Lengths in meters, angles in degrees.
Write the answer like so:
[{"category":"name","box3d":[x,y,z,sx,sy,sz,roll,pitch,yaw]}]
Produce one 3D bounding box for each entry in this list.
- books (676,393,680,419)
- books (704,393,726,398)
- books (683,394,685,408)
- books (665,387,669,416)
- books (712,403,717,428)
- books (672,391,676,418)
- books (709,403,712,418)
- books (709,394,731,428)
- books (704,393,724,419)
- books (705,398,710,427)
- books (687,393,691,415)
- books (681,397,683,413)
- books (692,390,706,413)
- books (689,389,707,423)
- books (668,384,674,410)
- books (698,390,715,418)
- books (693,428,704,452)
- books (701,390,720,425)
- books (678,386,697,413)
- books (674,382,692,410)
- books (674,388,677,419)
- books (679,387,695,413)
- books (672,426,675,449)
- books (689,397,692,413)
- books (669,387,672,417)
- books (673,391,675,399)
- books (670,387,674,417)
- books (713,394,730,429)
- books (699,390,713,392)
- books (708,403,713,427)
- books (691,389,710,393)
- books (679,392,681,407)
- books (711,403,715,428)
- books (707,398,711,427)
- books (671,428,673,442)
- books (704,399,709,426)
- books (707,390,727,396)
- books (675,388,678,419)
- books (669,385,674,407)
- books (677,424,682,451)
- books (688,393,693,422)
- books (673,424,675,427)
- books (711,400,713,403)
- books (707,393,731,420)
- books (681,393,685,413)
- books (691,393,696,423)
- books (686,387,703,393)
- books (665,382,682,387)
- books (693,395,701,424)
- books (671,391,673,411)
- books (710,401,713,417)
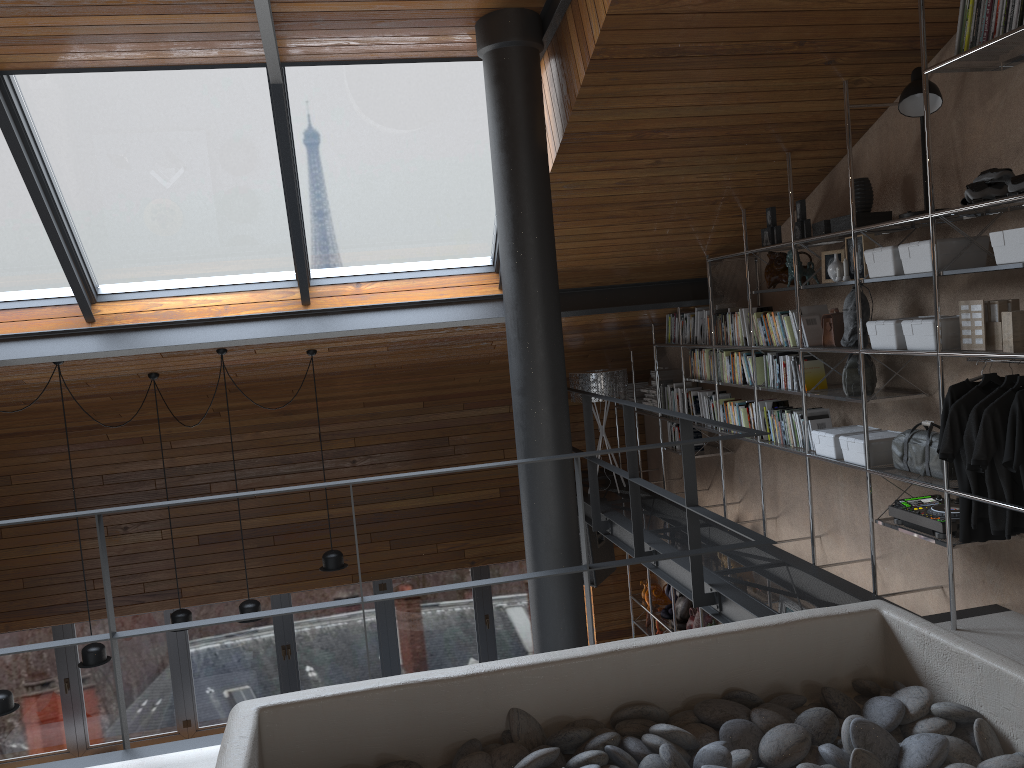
[{"category":"books","box3d":[1.342,0.162,6.835,0.143,0.199,0.019,-6,4,-11]},{"category":"books","box3d":[1.460,0.182,6.289,0.171,0.218,0.047,-6,4,-11]},{"category":"books","box3d":[1.360,0.155,6.680,0.129,0.231,0.010,-6,4,-11]},{"category":"books","box3d":[1.296,0.132,7.062,0.148,0.234,0.013,-6,4,-11]},{"category":"books","box3d":[1.452,0.215,6.152,0.111,0.174,0.041,-6,4,-11]},{"category":"books","box3d":[1.329,0.150,6.934,0.146,0.210,0.018,-6,4,-11]},{"category":"books","box3d":[1.455,0.194,6.226,0.125,0.206,0.055,-6,4,-11]},{"category":"books","box3d":[1.468,0.186,6.211,0.161,0.222,0.055,-6,4,-11]},{"category":"books","box3d":[1.457,0.182,6.298,0.164,0.217,0.048,-6,4,-11]},{"category":"books","box3d":[1.436,0.195,6.263,0.127,0.200,0.046,-6,4,-11]},{"category":"books","box3d":[1.358,0.168,6.611,0.137,0.215,0.014,-6,4,-11]},{"category":"books","box3d":[1.352,0.165,6.738,0.130,0.208,0.010,-6,4,-11]},{"category":"books","box3d":[1.400,0.166,6.490,0.148,0.233,0.053,-6,4,-11]},{"category":"books","box3d":[1.389,0.162,6.549,0.143,0.235,0.055,-6,4,-11]},{"category":"books","box3d":[1.333,0.121,7.026,0.191,0.255,0.012,-6,4,-11]},{"category":"books","box3d":[1.434,0.167,6.432,0.148,0.233,0.053,-6,4,-11]},{"category":"books","box3d":[1.378,0.420,6.730,0.138,0.191,0.049,-6,4,-11]},{"category":"books","box3d":[1.444,0.170,6.384,0.148,0.233,0.053,-6,4,-11]},{"category":"books","box3d":[1.356,0.141,6.816,0.146,0.240,0.023,-6,4,-11]},{"category":"books","box3d":[1.336,0.122,6.905,0.143,0.268,0.020,-6,4,-11]},{"category":"books","box3d":[1.332,0.143,6.860,0.148,0.234,0.013,-6,4,-11]},{"category":"books","box3d":[1.359,0.147,6.785,0.148,0.234,0.013,-6,4,-11]},{"category":"books","box3d":[1.319,0.415,6.959,0.112,0.177,0.009,-6,4,-11]},{"category":"books","box3d":[1.390,0.172,6.563,0.136,0.212,0.051,-6,4,-11]},{"category":"books","box3d":[1.320,0.134,7.000,0.148,0.234,0.013,-6,4,-11]},{"category":"books","box3d":[1.335,0.147,6.921,0.148,0.216,0.010,-6,4,-11]},{"category":"books","box3d":[1.326,0.137,6.972,0.160,0.231,0.021,-6,4,-11]},{"category":"books","box3d":[1.462,0.188,6.135,0.122,0.230,0.057,-6,4,-11]},{"category":"books","box3d":[1.445,0.163,6.465,0.143,0.236,0.062,-6,4,-11]},{"category":"books","box3d":[1.445,0.211,6.239,0.119,0.171,0.044,-6,4,-11]},{"category":"books","box3d":[1.405,0.162,6.537,0.148,0.233,0.053,-6,4,-11]},{"category":"books","box3d":[1.362,0.159,6.800,0.148,0.206,0.014,-6,4,-11]},{"category":"books","box3d":[1.451,0.212,6.180,0.112,0.176,0.039,-6,4,-11]},{"category":"books","box3d":[1.445,0.195,6.254,0.127,0.200,0.046,-6,4,-11]},{"category":"books","box3d":[1.324,0.397,7.003,0.125,0.206,0.019,-6,4,-11]},{"category":"books","box3d":[1.439,0.192,6.306,0.127,0.200,0.046,-6,4,-11]},{"category":"books","box3d":[1.481,0.169,6.356,0.148,0.233,0.053,-6,4,-11]},{"category":"books","box3d":[1.340,0.144,6.849,0.148,0.234,0.013,-6,4,-11]},{"category":"books","box3d":[1.340,0.123,7.016,0.192,0.251,0.012,-6,4,-11]},{"category":"books","box3d":[1.364,0.399,6.850,0.155,0.215,0.055,-6,4,-11]},{"category":"books","box3d":[1.385,0.169,6.580,0.133,0.219,0.058,-6,4,-11]},{"category":"books","box3d":[1.324,0.405,6.951,0.111,0.198,0.008,-6,4,-11]},{"category":"books","box3d":[1.455,0.201,6.173,0.111,0.197,0.043,-6,4,-11]},{"category":"books","box3d":[1.474,0.181,6.243,0.177,0.217,0.046,-6,4,-11]},{"category":"books","box3d":[1.362,0.165,6.726,0.148,0.206,0.018,-6,4,-11]},{"category":"books","box3d":[1.399,0.172,6.505,0.141,0.221,0.055,-6,4,-11]},{"category":"books","box3d":[1.373,0.150,6.631,0.131,0.247,0.018,-6,4,-11]},{"category":"books","box3d":[1.330,0.117,7.079,0.207,0.255,0.010,-6,4,-11]},{"category":"books","box3d":[1.403,0.181,6.474,0.148,0.206,0.053,-6,4,-11]},{"category":"books","box3d":[1.314,0.153,6.945,0.130,0.208,0.010,-6,4,-11]},{"category":"books","box3d":[1.454,0.208,6.191,0.117,0.182,0.044,-6,4,-11]}]
